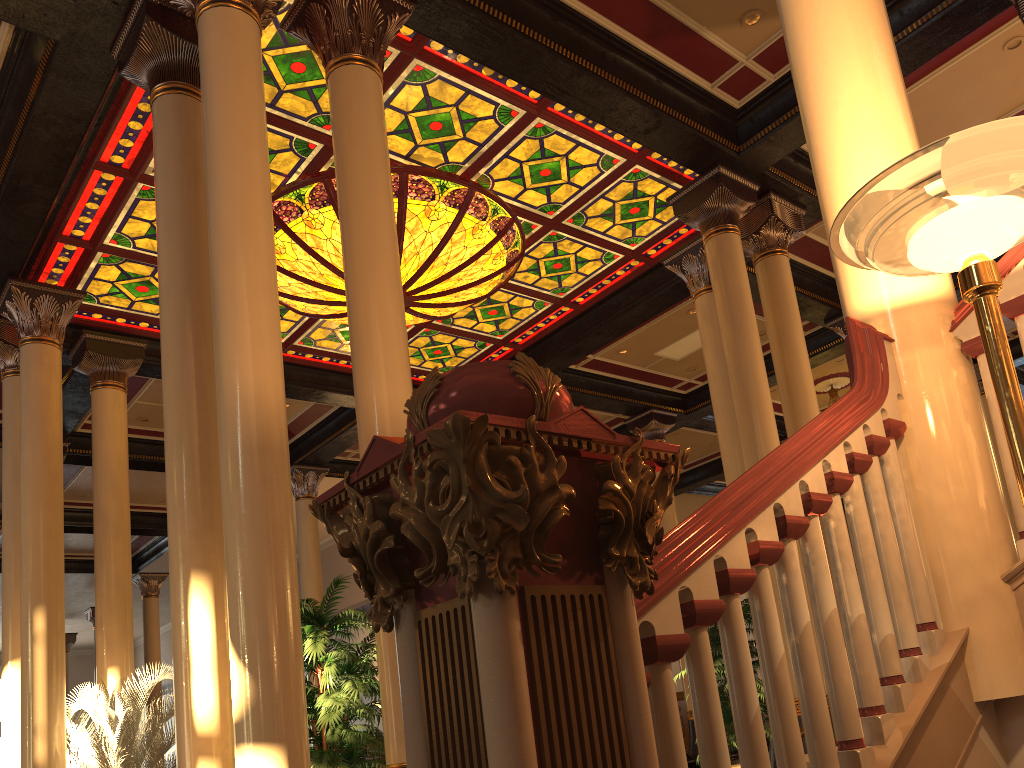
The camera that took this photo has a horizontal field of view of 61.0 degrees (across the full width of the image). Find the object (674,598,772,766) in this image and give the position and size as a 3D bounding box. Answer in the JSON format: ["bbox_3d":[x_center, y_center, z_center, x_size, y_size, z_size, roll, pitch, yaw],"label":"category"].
[{"bbox_3d":[2.103,2.896,8.205,1.024,2.070,1.135,-18,-18,35],"label":"object"}]

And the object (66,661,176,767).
[{"bbox_3d":[-3.601,3.850,8.564,2.033,2.172,1.910,-20,-20,34],"label":"object"}]

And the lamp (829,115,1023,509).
[{"bbox_3d":[1.131,0.526,1.760,0.595,1.936,0.588,-2,-14,-24],"label":"lamp"}]

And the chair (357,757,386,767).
[{"bbox_3d":[-2.587,7.655,16.694,0.700,0.885,0.656,-2,-17,-22],"label":"chair"}]

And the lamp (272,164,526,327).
[{"bbox_3d":[-1.311,-1.127,9.208,3.144,0.579,2.991,11,-29,-41],"label":"lamp"}]

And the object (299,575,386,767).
[{"bbox_3d":[-1.110,2.240,5.368,1.072,2.070,1.085,-10,-14,6],"label":"object"}]

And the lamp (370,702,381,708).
[{"bbox_3d":[-2.501,7.444,17.602,0.577,1.936,0.606,-10,-13,8],"label":"lamp"}]

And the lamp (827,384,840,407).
[{"bbox_3d":[5.810,0.903,15.302,1.181,1.834,1.249,-21,-20,40],"label":"lamp"}]
